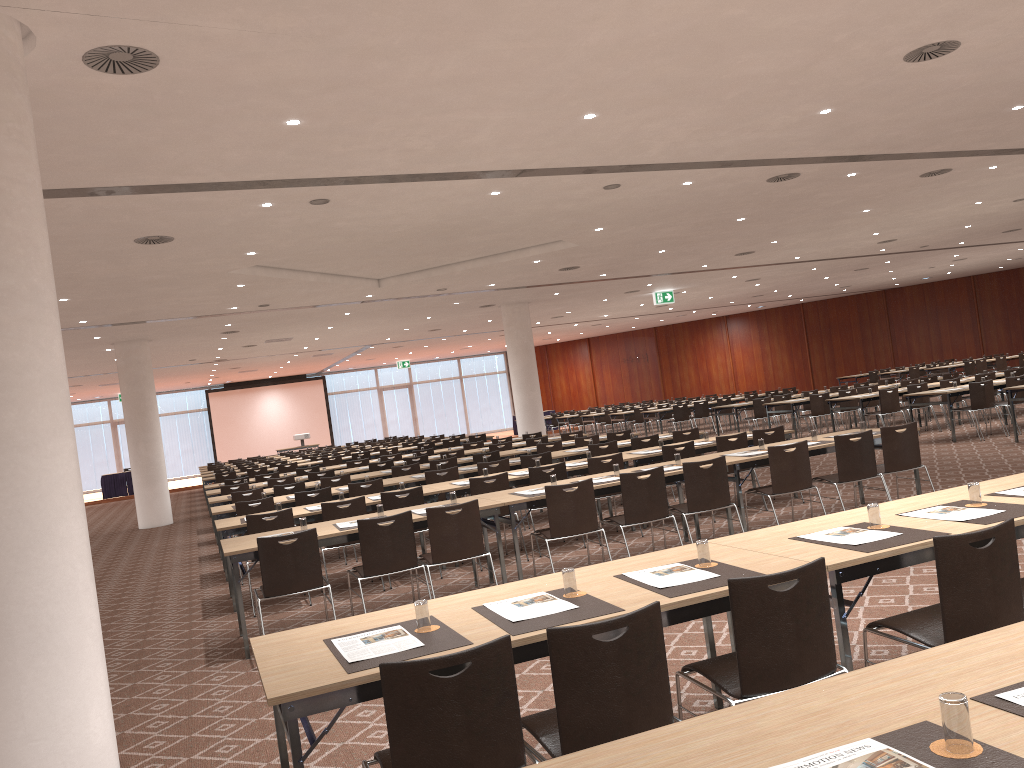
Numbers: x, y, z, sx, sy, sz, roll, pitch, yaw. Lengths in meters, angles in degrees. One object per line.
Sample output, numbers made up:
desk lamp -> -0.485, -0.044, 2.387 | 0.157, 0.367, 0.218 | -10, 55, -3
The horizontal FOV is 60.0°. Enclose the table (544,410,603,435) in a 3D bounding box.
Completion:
table -> 2.051, 1.501, 31.637 | 2.266, 0.833, 0.953 | -8, -1, -20

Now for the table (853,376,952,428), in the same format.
table -> 8.753, 0.400, 19.741 | 2.266, 0.833, 0.953 | -8, -1, -20

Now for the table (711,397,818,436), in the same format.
table -> 5.961, 0.800, 20.839 | 2.266, 0.833, 0.953 | -8, -1, -20

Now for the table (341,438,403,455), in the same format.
table -> -4.992, 2.460, 31.164 | 2.266, 0.833, 0.953 | -8, -1, -20

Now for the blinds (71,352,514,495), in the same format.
blinds -> -10.670, 1.732, 39.534 | 22.842, 3.816, 0.115 | -7, 0, -20

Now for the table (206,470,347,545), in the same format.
table -> -3.947, 2.069, 15.049 | 2.266, 0.833, 0.953 | -8, -1, -20

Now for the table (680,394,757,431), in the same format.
table -> 6.203, 0.858, 26.784 | 2.266, 0.833, 0.953 | -8, -1, -20

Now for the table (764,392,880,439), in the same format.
table -> 6.641, 0.678, 18.961 | 2.266, 0.833, 0.953 | -8, -1, -20

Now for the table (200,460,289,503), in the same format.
table -> -7.177, 2.649, 23.969 | 2.266, 0.833, 0.953 | -8, -1, -20

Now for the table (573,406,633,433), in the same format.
table -> 3.483, 1.346, 34.296 | 2.266, 0.833, 0.953 | -8, -1, -20

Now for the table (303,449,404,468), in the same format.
table -> -3.704, 2.127, 20.994 | 2.266, 0.833, 0.953 | -8, -1, -20

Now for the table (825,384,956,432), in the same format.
table -> 7.321, 0.556, 17.083 | 2.266, 0.833, 0.953 | -8, -1, -20

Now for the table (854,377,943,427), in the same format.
table -> 8.753, 0.400, 19.741 | 2.266, 0.833, 0.953 | -8, -1, -20

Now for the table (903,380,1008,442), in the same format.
table -> 8.001, 0.434, 15.205 | 2.266, 0.833, 0.953 | -8, -1, -20

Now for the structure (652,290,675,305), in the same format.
structure -> 4.110, -2.342, 24.053 | 0.587, 0.346, 0.105 | -8, 0, -20

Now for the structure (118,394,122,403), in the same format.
structure -> -15.594, 0.540, 35.871 | 0.587, 0.346, 0.105 | -8, 0, -20

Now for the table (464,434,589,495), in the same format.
table -> 0.278, 1.514, 16.610 | 2.266, 0.833, 0.953 | -8, -1, -20

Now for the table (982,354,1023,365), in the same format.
table -> 16.222, -0.492, 28.356 | 2.266, 0.833, 0.953 | -8, -1, -20

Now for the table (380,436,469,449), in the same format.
table -> -2.272, 1.972, 23.652 | 2.266, 0.833, 0.953 | -8, -1, -20

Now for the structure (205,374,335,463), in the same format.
structure -> -10.646, 1.509, 39.150 | 5.156, 3.525, 0.395 | -8, 0, -20

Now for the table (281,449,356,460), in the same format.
table -> -5.745, 2.493, 26.628 | 2.266, 0.833, 0.953 | -8, -1, -20

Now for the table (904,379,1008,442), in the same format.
table -> 8.001, 0.434, 15.205 | 2.266, 0.833, 0.953 | -8, -1, -20

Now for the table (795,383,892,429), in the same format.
table -> 8.073, 0.522, 21.619 | 2.266, 0.833, 0.953 | -8, -1, -20

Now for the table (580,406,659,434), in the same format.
table -> 3.411, 1.257, 27.881 | 2.266, 0.833, 0.953 | -8, -1, -20

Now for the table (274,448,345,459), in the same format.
table -> -6.425, 2.616, 28.506 | 2.266, 0.833, 0.953 | -8, -1, -20

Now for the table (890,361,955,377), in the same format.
table -> 14.861, -0.248, 32.112 | 2.266, 0.833, 0.953 | -8, -1, -20

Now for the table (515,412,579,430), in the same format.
table -> 1.371, 1.624, 33.515 | 2.266, 0.833, 0.953 | -8, -1, -20

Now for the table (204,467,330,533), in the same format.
table -> -4.627, 2.191, 16.927 | 2.266, 0.833, 0.953 | -8, -1, -20

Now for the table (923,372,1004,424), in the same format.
table -> 9.433, 0.278, 17.863 | 2.266, 0.833, 0.953 | -8, -1, -20

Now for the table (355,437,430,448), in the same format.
table -> -3.632, 2.216, 27.408 | 2.266, 0.833, 0.953 | -8, -1, -20

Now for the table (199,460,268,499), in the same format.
table -> -7.857, 2.771, 25.847 | 2.266, 0.833, 0.953 | -8, -1, -20

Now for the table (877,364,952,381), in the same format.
table -> 13.429, -0.092, 29.454 | 2.266, 0.833, 0.953 | -8, -1, -20

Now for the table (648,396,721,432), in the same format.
table -> 5.523, 0.980, 28.662 | 2.266, 0.833, 0.953 | -8, -1, -20

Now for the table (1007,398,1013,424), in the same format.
table -> 10.113, 0.156, 15.985 | 2.266, 0.833, 0.953 | -8, -1, -20

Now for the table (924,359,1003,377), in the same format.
table -> 14.109, -0.214, 27.576 | 2.266, 0.833, 0.953 | -8, -1, -20

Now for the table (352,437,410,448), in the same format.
table -> -4.312, 2.338, 29.286 | 2.266, 0.833, 0.953 | -8, -1, -20

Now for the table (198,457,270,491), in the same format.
table -> -9.217, 3.015, 29.603 | 2.266, 0.833, 0.953 | -8, -1, -20

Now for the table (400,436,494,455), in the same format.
table -> -1.592, 1.850, 21.774 | 2.266, 0.833, 0.953 | -8, -1, -20

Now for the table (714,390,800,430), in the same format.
table -> 6.883, 0.736, 24.906 | 2.266, 0.833, 0.953 | -8, -1, -20

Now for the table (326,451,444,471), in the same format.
table -> -2.514, 1.914, 17.707 | 2.266, 0.833, 0.953 | -8, -1, -20

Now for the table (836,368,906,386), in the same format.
table -> 12.749, 0.030, 31.332 | 2.266, 0.833, 0.953 | -8, -1, -20

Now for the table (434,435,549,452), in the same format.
table -> -0.402, 1.636, 18.488 | 2.266, 0.833, 0.953 | -8, -1, -20

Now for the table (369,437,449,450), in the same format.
table -> -2.952, 2.094, 25.530 | 2.266, 0.833, 0.953 | -8, -1, -20

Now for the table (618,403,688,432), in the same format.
table -> 4.843, 1.102, 30.540 | 2.266, 0.833, 0.953 | -8, -1, -20

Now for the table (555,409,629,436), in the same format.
table -> 2.731, 1.379, 29.759 | 2.266, 0.833, 0.953 | -8, -1, -20

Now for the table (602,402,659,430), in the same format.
table -> 4.163, 1.224, 32.418 | 2.266, 0.833, 0.953 | -8, -1, -20

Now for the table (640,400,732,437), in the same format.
table -> 4.771, 1.013, 24.125 | 2.266, 0.833, 0.953 | -8, -1, -20

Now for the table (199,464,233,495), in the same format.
table -> -8.537, 2.893, 27.725 | 2.266, 0.833, 0.953 | -8, -1, -20

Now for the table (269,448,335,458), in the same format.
table -> -7.105, 2.738, 30.384 | 2.266, 0.833, 0.953 | -8, -1, -20

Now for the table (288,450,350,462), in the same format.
table -> -5.065, 2.371, 24.750 | 2.266, 0.833, 0.953 | -8, -1, -20

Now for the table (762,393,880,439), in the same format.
table -> 6.641, 0.678, 18.961 | 2.266, 0.833, 0.953 | -8, -1, -20

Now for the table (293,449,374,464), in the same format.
table -> -4.385, 2.249, 22.872 | 2.266, 0.833, 0.953 | -8, -1, -20

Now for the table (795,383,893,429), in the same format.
table -> 8.073, 0.522, 21.619 | 2.266, 0.833, 0.953 | -8, -1, -20

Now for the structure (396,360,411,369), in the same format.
structure -> -4.877, -0.868, 39.831 | 0.587, 0.346, 0.105 | -8, 0, -20

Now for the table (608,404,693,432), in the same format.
table -> 4.091, 1.135, 26.003 | 2.266, 0.833, 0.953 | -8, -1, -20

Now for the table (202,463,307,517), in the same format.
table -> -5.817, 2.405, 20.213 | 2.266, 0.833, 0.953 | -8, -1, -20

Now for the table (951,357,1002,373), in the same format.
table -> 15.542, -0.370, 30.234 | 2.266, 0.833, 0.953 | -8, -1, -20

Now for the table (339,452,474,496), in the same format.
table -> -1.834, 1.792, 15.829 | 2.266, 0.833, 0.953 | -8, -1, -20

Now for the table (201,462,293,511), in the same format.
table -> -6.497, 2.527, 22.091 | 2.266, 0.833, 0.953 | -8, -1, -20
